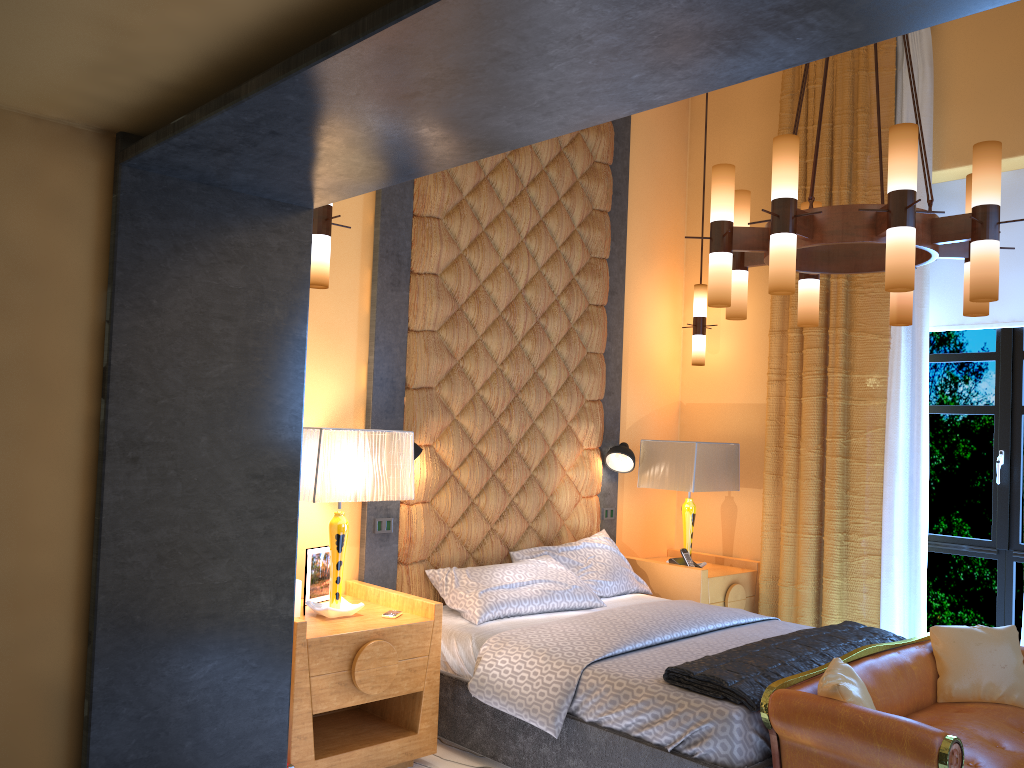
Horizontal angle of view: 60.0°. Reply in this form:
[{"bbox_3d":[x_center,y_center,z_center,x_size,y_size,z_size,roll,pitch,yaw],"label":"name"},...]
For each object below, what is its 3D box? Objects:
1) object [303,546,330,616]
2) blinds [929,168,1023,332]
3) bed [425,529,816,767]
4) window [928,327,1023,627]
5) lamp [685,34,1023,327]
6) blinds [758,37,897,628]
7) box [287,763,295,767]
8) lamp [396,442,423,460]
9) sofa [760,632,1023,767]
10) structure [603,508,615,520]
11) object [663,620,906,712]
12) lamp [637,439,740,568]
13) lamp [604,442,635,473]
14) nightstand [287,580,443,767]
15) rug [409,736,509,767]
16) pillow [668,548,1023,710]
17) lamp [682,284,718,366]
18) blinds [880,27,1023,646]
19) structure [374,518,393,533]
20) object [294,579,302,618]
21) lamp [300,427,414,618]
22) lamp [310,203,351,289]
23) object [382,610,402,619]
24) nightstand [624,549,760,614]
[{"bbox_3d":[-0.889,0.866,3.962,0.077,0.254,0.386,2,-3,7],"label":"object"},{"bbox_3d":[2.744,-0.745,4.887,0.013,0.872,1.200,4,-3,-43],"label":"blinds"},{"bbox_3d":[0.647,1.242,4.250,1.890,0.824,2.107,5,-4,-44],"label":"bed"},{"bbox_3d":[2.710,0.317,4.859,0.130,2.998,1.200,4,-3,-43],"label":"window"},{"bbox_3d":[1.303,-1.357,3.371,1.141,2.167,1.141,3,-2,-21],"label":"lamp"},{"bbox_3d":[2.429,-0.275,4.612,0.134,4.143,2.450,4,-3,-43],"label":"blinds"},{"bbox_3d":[-1.044,1.499,3.334,0.280,0.176,0.398,5,-4,-43],"label":"box"},{"bbox_3d":[-0.543,0.345,4.313,0.214,0.190,0.186,3,-3,-16],"label":"lamp"},{"bbox_3d":[1.624,1.369,3.319,1.616,0.640,0.650,5,-4,-43],"label":"sofa"},{"bbox_3d":[0.604,0.812,5.550,0.103,0.071,0.016,5,-3,-43],"label":"structure"},{"bbox_3d":[1.204,1.127,3.663,1.462,0.104,0.405,5,-4,-44],"label":"object"},{"bbox_3d":[1.098,0.758,5.524,0.506,0.802,0.424,4,-3,-43],"label":"lamp"},{"bbox_3d":[0.853,0.474,5.462,0.568,0.218,0.231,2,-3,4],"label":"lamp"},{"bbox_3d":[-0.792,1.272,3.797,0.709,0.699,0.721,5,-3,-43],"label":"nightstand"},{"bbox_3d":[1.140,1.675,3.444,3.390,0.016,3.702,5,-4,-43],"label":"rug"},{"bbox_3d":[1.560,1.156,4.179,1.147,0.407,2.630,2,-3,-2],"label":"pillow"},{"bbox_3d":[1.234,-0.387,5.835,0.199,0.531,0.199,2,-2,2],"label":"lamp"},{"bbox_3d":[2.462,-0.246,4.696,2.050,4.073,0.237,0,-3,44],"label":"blinds"},{"bbox_3d":[-0.634,0.698,4.373,0.103,0.071,0.016,5,-3,-43],"label":"structure"},{"bbox_3d":[-0.994,0.873,3.753,0.130,0.210,0.173,4,-3,-43],"label":"object"},{"bbox_3d":[-0.751,0.593,3.827,0.506,0.802,0.424,4,-3,-43],"label":"lamp"},{"bbox_3d":[-0.741,-0.639,3.432,0.199,0.531,0.199,2,-2,2],"label":"lamp"},{"bbox_3d":[-0.517,0.996,3.828,0.064,0.018,0.111,2,-3,12],"label":"object"},{"bbox_3d":[1.104,1.450,5.600,0.681,0.689,0.720,5,-3,-43],"label":"nightstand"}]
